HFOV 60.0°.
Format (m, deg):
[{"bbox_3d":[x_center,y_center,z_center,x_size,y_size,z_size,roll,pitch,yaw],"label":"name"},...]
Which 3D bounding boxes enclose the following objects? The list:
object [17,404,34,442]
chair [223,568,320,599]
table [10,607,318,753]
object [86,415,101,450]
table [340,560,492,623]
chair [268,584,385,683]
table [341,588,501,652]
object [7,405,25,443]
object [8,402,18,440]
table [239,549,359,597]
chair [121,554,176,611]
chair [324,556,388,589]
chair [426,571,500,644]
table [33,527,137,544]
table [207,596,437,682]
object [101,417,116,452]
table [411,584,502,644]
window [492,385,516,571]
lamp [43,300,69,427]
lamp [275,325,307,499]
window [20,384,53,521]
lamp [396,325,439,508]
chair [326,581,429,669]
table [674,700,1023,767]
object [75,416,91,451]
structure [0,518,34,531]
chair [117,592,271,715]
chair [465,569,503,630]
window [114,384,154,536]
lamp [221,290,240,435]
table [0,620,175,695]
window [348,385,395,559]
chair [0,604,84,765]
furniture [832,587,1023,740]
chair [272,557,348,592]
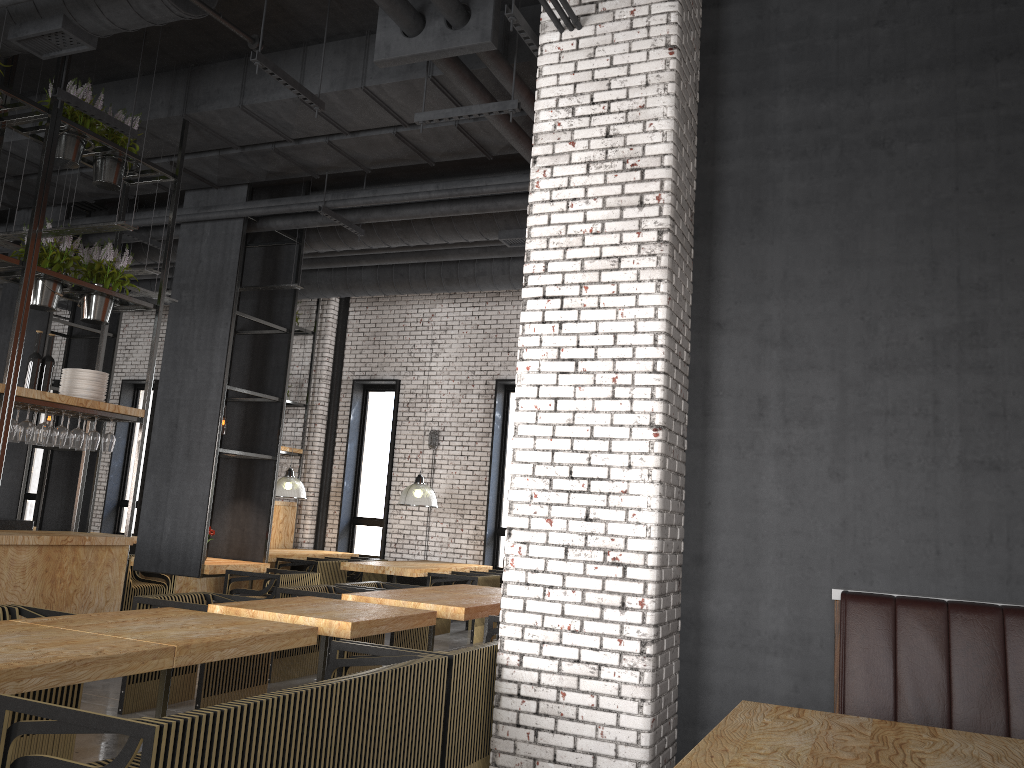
[{"bbox_3d":[-3.417,0.271,6.244,0.101,0.268,0.101,10,-11,-29],"label":"object"},{"bbox_3d":[-2.359,2.195,8.622,0.638,0.733,0.655,0,-10,22],"label":"chair"},{"bbox_3d":[-1.677,1.543,4.249,1.000,0.766,0.993,0,-10,23],"label":"table"},{"bbox_3d":[-3.189,0.368,6.767,0.101,0.268,0.100,6,-10,-13],"label":"object"},{"bbox_3d":[-1.163,2.648,11.111,1.000,0.766,2.109,0,-10,23],"label":"table"},{"bbox_3d":[-1.461,2.021,7.105,0.638,0.733,0.655,0,-10,24],"label":"chair"},{"bbox_3d":[-0.613,1.992,6.654,1.000,0.766,0.993,0,-10,23],"label":"table"},{"bbox_3d":[-3.625,0.294,6.483,0.101,0.268,0.100,6,-10,-13],"label":"object"},{"bbox_3d":[-3.467,0.249,6.129,0.101,0.268,0.101,10,-11,-29],"label":"object"},{"bbox_3d":[-3.101,2.644,11.951,1.000,0.766,2.109,0,-10,23],"label":"table"},{"bbox_3d":[-4.030,2.186,9.314,0.638,0.733,0.655,-1,-11,26],"label":"chair"},{"bbox_3d":[-2.165,2.754,12.122,0.638,0.733,0.655,0,-10,22],"label":"chair"},{"bbox_3d":[-0.581,2.581,10.310,0.638,0.733,0.655,0,-10,22],"label":"chair"},{"bbox_3d":[-7.499,2.599,13.619,4.135,0.766,0.997,0,-10,23],"label":"table"},{"bbox_3d":[-1.166,1.762,5.423,1.000,0.766,0.993,0,-10,23],"label":"table"},{"bbox_3d":[-3.132,0.393,6.900,0.101,0.268,0.100,6,-10,-13],"label":"object"},{"bbox_3d":[-0.220,2.160,7.557,1.000,0.766,0.993,0,-10,23],"label":"table"},{"bbox_3d":[0.131,1.326,12.492,0.748,2.708,0.363,0,-11,23],"label":"window"},{"bbox_3d":[-5.343,-0.262,10.442,0.108,1.604,0.108,7,-11,-19],"label":"lamp"},{"bbox_3d":[-2.977,0.360,12.265,0.536,2.414,0.535,10,-11,-30],"label":"lamp"},{"bbox_3d":[-8.693,1.309,16.317,0.748,2.708,0.363,0,-11,23],"label":"window"},{"bbox_3d":[-1.118,0.364,11.459,0.536,2.414,0.535,10,-11,-30],"label":"lamp"},{"bbox_3d":[-1.155,2.157,7.845,0.638,0.733,0.655,0,-10,23],"label":"chair"},{"bbox_3d":[0.490,1.219,1.206,1.000,0.766,4.122,0,-10,23],"label":"table"},{"bbox_3d":[-3.394,0.392,7.014,0.101,0.268,0.100,6,-10,-13],"label":"object"},{"bbox_3d":[-7.716,1.178,6.947,5.876,1.539,4.296,0,-10,23],"label":"structure"},{"bbox_3d":[-2.040,1.778,5.809,0.638,0.733,0.655,0,-10,22],"label":"chair"},{"bbox_3d":[-0.145,2.756,11.236,0.638,0.733,0.655,0,-10,21],"label":"chair"},{"bbox_3d":[-6.476,1.314,15.356,0.748,2.708,0.363,0,-11,23],"label":"window"},{"bbox_3d":[-2.988,-0.257,9.421,0.108,1.604,0.108,5,-10,-4],"label":"lamp"},{"bbox_3d":[-2.070,1.375,3.345,1.000,0.766,0.993,0,-10,23],"label":"table"},{"bbox_3d":[-2.090,1.322,13.454,0.748,2.708,0.363,0,-11,23],"label":"window"},{"bbox_3d":[-2.634,1.520,4.418,0.638,0.733,0.655,-1,-11,26],"label":"chair"},{"bbox_3d":[1.144,1.027,0.946,1.917,1.154,6.741,0,-10,23],"label":"furniture"},{"bbox_3d":[-2.554,2.579,11.176,0.638,0.733,0.655,0,-10,24],"label":"chair"}]
